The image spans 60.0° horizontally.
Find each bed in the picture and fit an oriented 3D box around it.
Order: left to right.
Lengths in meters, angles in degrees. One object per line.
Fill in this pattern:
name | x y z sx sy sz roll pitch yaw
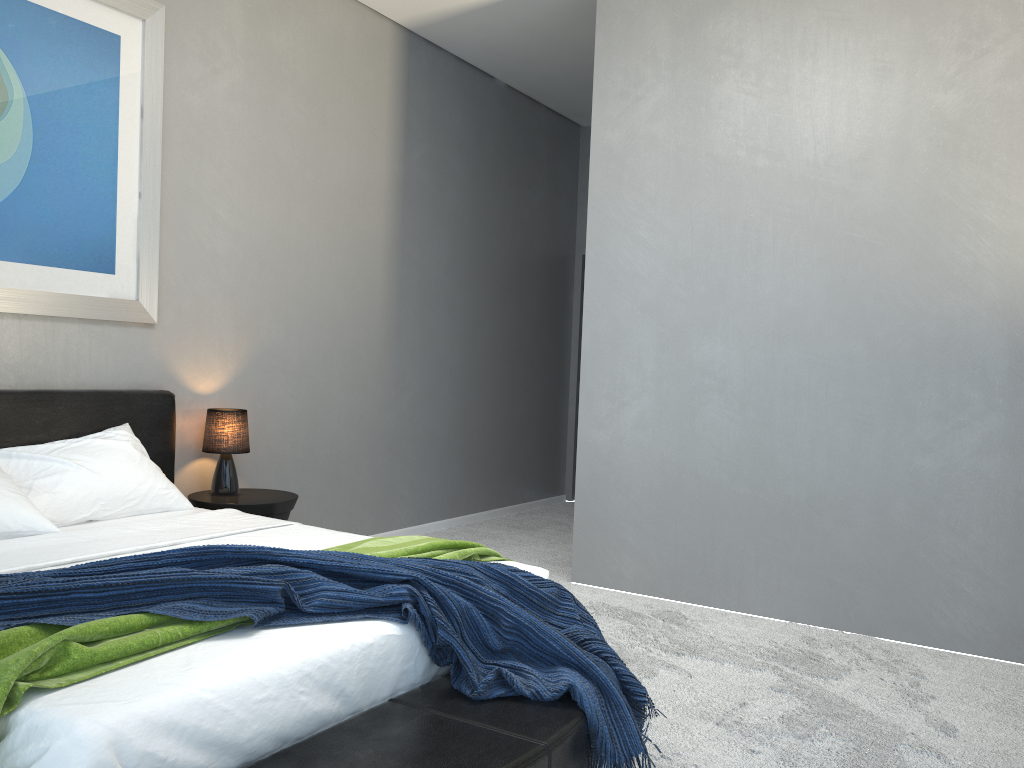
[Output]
bed | -1.019 0.538 2.574 2.615 0.934 2.755 3 1 32

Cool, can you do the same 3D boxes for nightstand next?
nightstand | -1.264 0.743 4.164 0.497 0.440 0.496 1 2 -30

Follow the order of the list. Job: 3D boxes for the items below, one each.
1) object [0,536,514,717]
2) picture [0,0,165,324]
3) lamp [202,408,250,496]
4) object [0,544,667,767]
object | -0.620 0.633 2.325 0.645 0.342 2.302 3 1 31
picture | -2.040 -0.975 3.177 0.025 1.401 1.800 4 2 32
lamp | -1.344 0.319 4.171 0.219 0.400 0.208 3 2 12
object | -0.624 0.694 2.139 2.154 0.568 0.684 2 2 -17
